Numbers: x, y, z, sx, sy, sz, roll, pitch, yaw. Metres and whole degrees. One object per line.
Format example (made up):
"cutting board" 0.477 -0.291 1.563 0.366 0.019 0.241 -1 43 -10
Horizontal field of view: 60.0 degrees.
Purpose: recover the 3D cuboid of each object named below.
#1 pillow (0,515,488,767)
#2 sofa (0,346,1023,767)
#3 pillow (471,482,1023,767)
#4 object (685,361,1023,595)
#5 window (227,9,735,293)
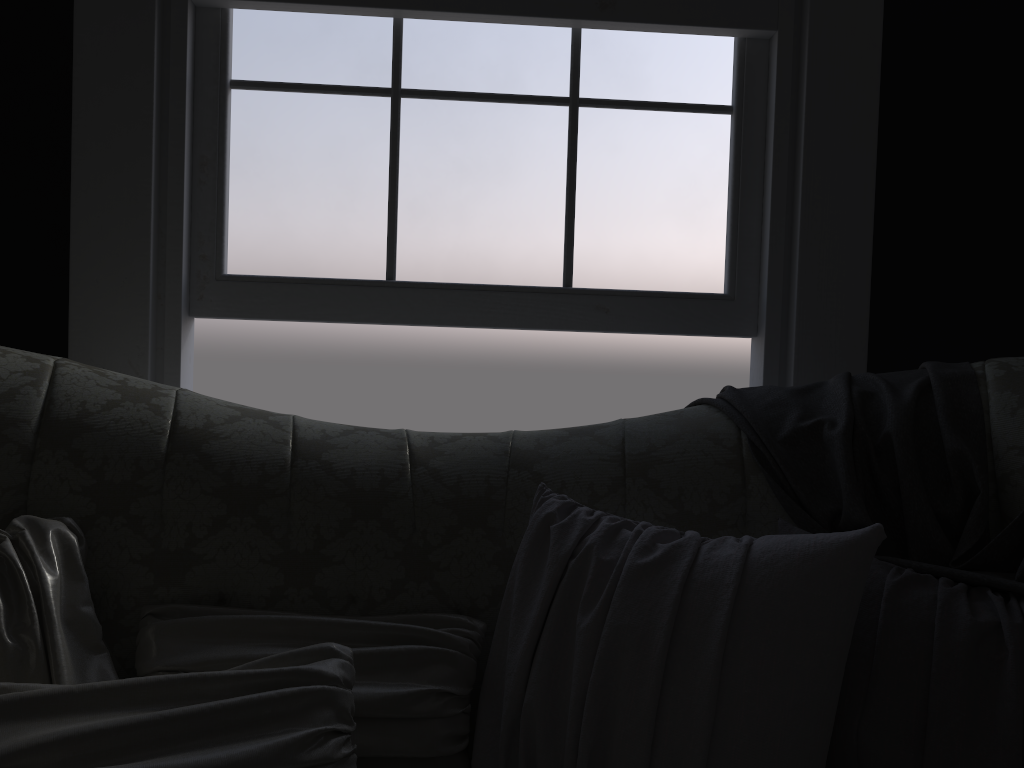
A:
"pillow" -0.573 0.398 1.172 1.105 0.416 0.528 2 1 -3
"sofa" -0.099 0.500 1.274 2.813 1.161 1.605 2 1 -2
"pillow" 0.424 0.409 1.253 0.964 0.462 0.405 2 1 4
"object" 0.864 0.243 1.423 0.517 0.585 1.366 1 2 -44
"window" -0.050 -1.047 2.094 1.263 1.673 0.056 2 2 -3
